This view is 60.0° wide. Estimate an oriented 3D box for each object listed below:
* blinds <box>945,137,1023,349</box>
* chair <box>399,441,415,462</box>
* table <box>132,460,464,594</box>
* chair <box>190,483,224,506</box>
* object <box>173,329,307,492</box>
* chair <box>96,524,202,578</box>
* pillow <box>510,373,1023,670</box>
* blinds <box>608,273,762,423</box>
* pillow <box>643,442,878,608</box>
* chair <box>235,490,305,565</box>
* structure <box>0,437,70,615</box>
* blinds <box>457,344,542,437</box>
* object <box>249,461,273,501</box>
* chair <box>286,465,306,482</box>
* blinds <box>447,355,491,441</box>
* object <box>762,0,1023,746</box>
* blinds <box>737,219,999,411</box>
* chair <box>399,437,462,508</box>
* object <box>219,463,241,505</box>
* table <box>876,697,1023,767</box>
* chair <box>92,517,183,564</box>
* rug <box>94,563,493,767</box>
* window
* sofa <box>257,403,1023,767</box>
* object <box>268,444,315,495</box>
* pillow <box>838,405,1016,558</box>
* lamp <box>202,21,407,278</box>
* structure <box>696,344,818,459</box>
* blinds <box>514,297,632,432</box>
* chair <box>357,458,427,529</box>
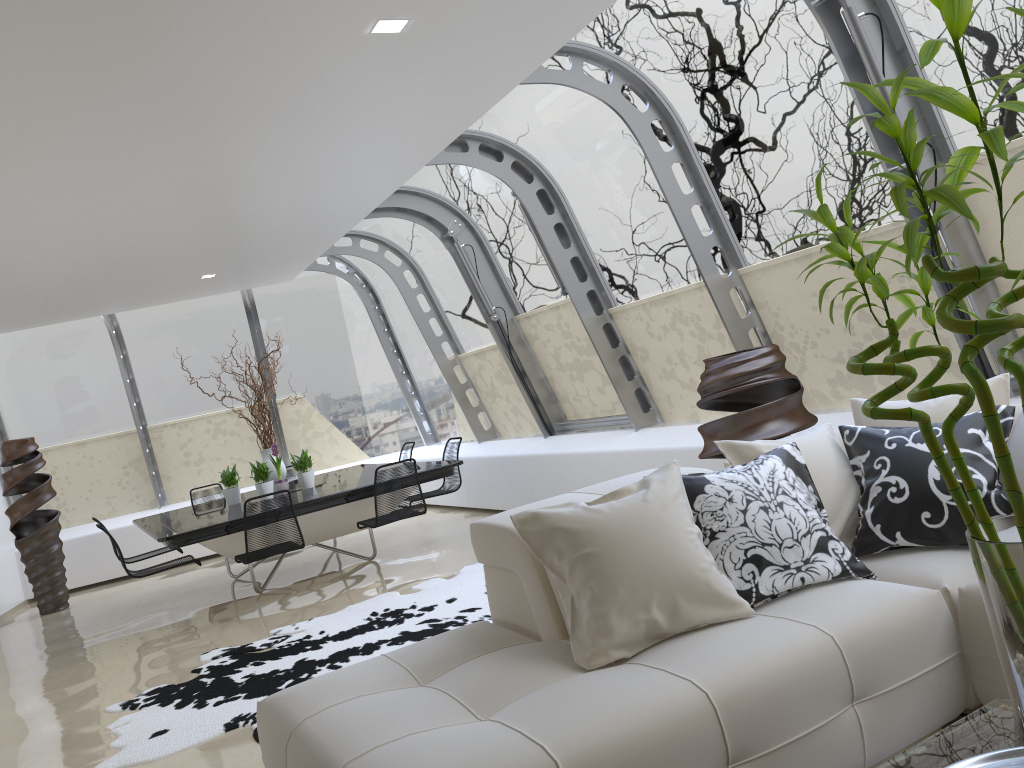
[{"bbox_3d":[2.662,-0.561,3.804,0.387,1.214,1.376,-12,0,-27],"label":"blinds"},{"bbox_3d":[-1.349,0.948,9.522,0.688,0.519,0.446,-12,0,-27],"label":"chair"},{"bbox_3d":[-2.070,1.394,8.338,2.494,0.759,3.031,-12,0,-27],"label":"table"},{"bbox_3d":[-3.194,1.348,9.504,0.446,0.519,0.688,-12,0,-27],"label":"chair"},{"bbox_3d":[-2.488,0.304,8.289,1.031,1.549,1.135,-12,0,-35],"label":"object"},{"bbox_3d":[-2.966,1.312,7.239,0.688,0.519,0.446,-12,0,-27],"label":"chair"},{"bbox_3d":[1.749,0.260,2.537,3.322,0.530,1.656,-12,0,33],"label":"pillow"},{"bbox_3d":[1.336,-0.194,6.548,0.329,1.027,1.430,-12,0,-27],"label":"blinds"},{"bbox_3d":[0.827,0.488,2.994,0.604,0.471,0.394,-12,0,-11],"label":"pillow"},{"bbox_3d":[-1.858,1.075,6.687,0.446,0.519,0.688,-12,0,-27],"label":"chair"},{"bbox_3d":[-4.939,1.471,9.203,0.498,1.843,0.493,-12,0,-16],"label":"structure"},{"bbox_3d":[-0.040,0.089,9.288,0.329,1.027,1.430,-12,0,-27],"label":"blinds"},{"bbox_3d":[-2.252,0.859,7.996,0.215,0.369,0.284,-12,0,6],"label":"object"},{"bbox_3d":[-2.389,1.171,9.927,0.446,0.519,0.688,-12,0,-27],"label":"chair"},{"bbox_3d":[-0.555,0.734,10.897,0.663,2.118,1.829,-12,0,-27],"label":"blinds"},{"bbox_3d":[0.808,-0.025,1.454,0.673,1.546,0.584,-12,0,12],"label":"object"},{"bbox_3d":[2.024,-0.335,5.178,0.329,1.027,1.430,-12,0,-27],"label":"blinds"},{"bbox_3d":[-0.779,0.831,8.386,0.688,0.519,0.446,-12,0,-27],"label":"chair"},{"bbox_3d":[-2.625,0.938,8.286,0.215,0.369,0.284,-12,0,11],"label":"object"},{"bbox_3d":[0.915,0.960,1.382,1.007,0.448,0.923,-12,0,-27],"label":"table"},{"bbox_3d":[-3.537,1.429,8.375,0.688,0.519,0.446,-12,0,-27],"label":"chair"},{"bbox_3d":[-0.728,1.505,5.189,3.220,0.008,2.705,-12,0,-27],"label":"rug"},{"bbox_3d":[-5.217,1.022,3.679,16.693,3.674,16.171,-12,0,-21],"label":"window"},{"bbox_3d":[1.429,0.620,1.956,3.257,0.866,4.169,-12,0,-27],"label":"sofa"},{"bbox_3d":[-2.026,0.757,8.270,0.417,0.476,0.238,-12,0,1],"label":"object"},{"bbox_3d":[1.465,0.361,3.107,0.599,0.483,0.405,-12,0,32],"label":"pillow"},{"bbox_3d":[-4.869,-0.543,1.848,9.775,0.004,9.928,-12,0,-26],"label":"lamp"},{"bbox_3d":[1.398,0.432,4.955,0.674,1.258,0.672,-12,0,40],"label":"structure"},{"bbox_3d":[0.604,-0.139,7.903,0.387,1.214,1.376,-12,0,-27],"label":"blinds"},{"bbox_3d":[-0.991,0.884,7.142,0.446,0.519,0.688,-12,0,-27],"label":"chair"}]
